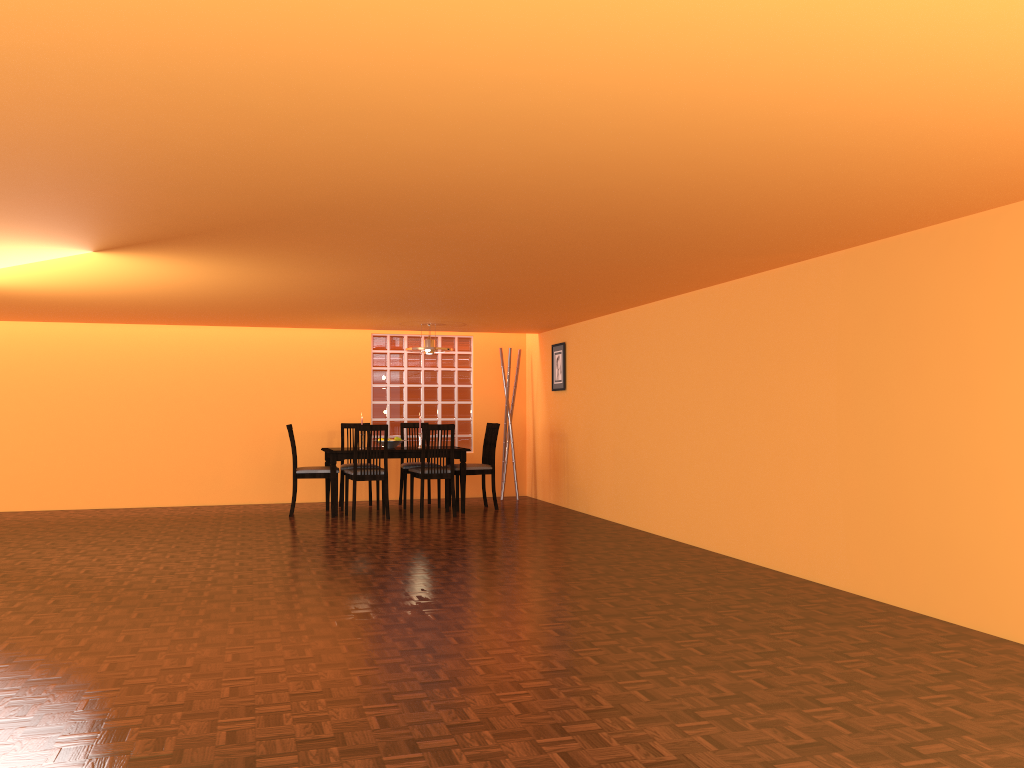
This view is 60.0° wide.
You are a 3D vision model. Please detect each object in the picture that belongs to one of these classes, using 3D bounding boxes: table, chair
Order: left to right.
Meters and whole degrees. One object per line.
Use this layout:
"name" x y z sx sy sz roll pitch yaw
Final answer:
"chair" -1.771 0.760 7.886 0.465 0.809 0.373 0 -2 -11
"chair" -1.455 0.775 8.380 0.373 0.809 0.465 0 -2 -16
"chair" -1.240 0.751 7.645 0.373 0.809 0.465 0 -2 -16
"table" -1.068 0.876 8.060 1.259 0.584 0.697 0 -2 -16
"chair" -0.902 0.779 8.543 0.373 0.809 0.465 0 -2 -16
"chair" -0.686 0.755 7.809 0.373 0.809 0.465 0 -2 -16
"chair" -0.365 0.769 8.292 0.465 0.809 0.373 1 -2 -21

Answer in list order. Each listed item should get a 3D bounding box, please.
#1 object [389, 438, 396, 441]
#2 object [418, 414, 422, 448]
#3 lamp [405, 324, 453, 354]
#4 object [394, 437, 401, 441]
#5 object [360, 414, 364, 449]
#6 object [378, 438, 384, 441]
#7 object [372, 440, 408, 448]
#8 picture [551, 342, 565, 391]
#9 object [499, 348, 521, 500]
"object" -1.077 0.525 8.023 0.066 0.070 0.055 1 -2 -35
"object" -0.845 0.424 8.157 0.044 0.326 0.044 1 -2 -28
"lamp" -0.765 -0.414 8.192 0.435 0.274 0.435 0 -2 6
"object" -1.044 0.514 8.096 0.069 0.066 0.069 0 -2 -7
"object" -1.340 0.418 7.923 0.044 0.326 0.044 1 -2 -28
"object" -1.183 0.512 8.008 0.055 0.046 0.046 1 -2 -34
"object" -1.112 0.549 8.071 0.337 0.072 0.337 -2 -2 40
"picture" 0.446 -0.162 8.546 0.014 0.456 0.361 0 -2 -16
"object" -0.023 0.412 9.237 0.226 1.589 0.308 0 -2 6
